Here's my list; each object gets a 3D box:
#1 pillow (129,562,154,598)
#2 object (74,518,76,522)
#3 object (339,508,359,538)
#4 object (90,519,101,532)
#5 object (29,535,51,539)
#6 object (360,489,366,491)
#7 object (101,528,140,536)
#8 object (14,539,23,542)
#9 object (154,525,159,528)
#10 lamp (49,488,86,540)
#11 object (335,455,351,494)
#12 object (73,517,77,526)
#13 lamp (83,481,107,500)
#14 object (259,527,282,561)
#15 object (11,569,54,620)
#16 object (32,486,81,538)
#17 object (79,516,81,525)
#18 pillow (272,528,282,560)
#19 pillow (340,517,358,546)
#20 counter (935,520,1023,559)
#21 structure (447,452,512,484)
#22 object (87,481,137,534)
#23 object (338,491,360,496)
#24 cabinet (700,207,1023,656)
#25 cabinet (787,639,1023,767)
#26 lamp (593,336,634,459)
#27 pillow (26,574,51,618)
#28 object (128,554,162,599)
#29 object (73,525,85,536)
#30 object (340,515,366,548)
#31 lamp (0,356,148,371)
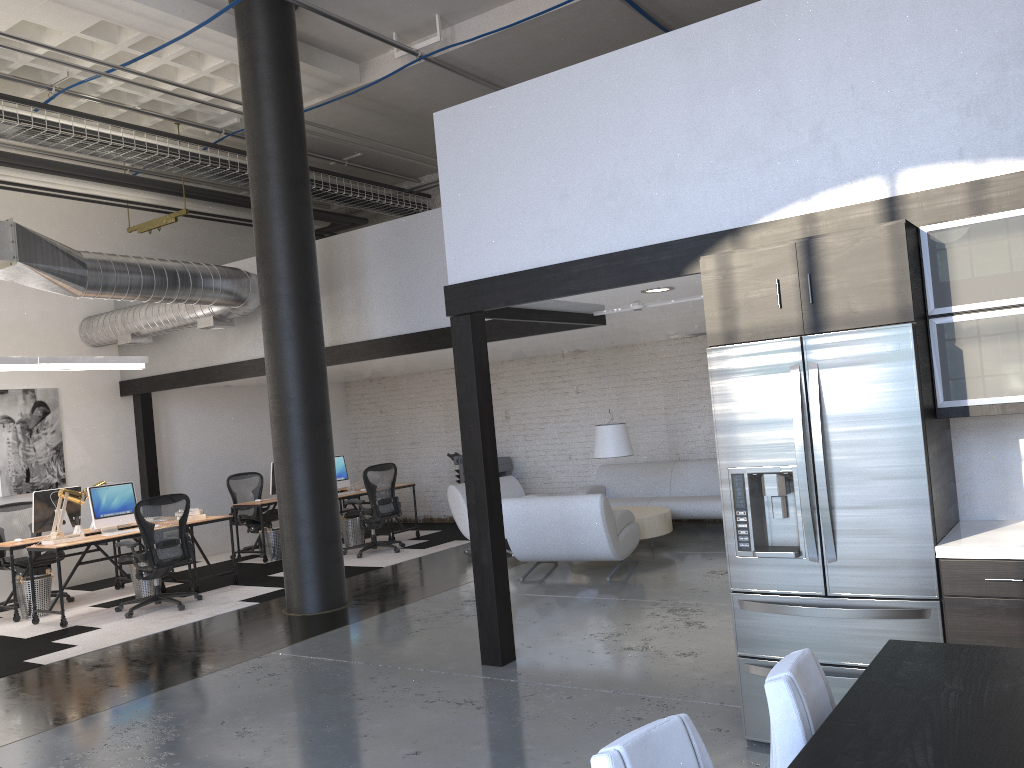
[{"bbox_3d":[-3.830,2.005,9.194,0.120,0.406,0.239,-6,-1,35],"label":"pillow"},{"bbox_3d":[-4.230,1.395,8.614,0.054,0.207,0.008,-6,-1,21],"label":"object"},{"bbox_3d":[-2.341,1.941,12.170,0.544,0.455,0.221,-6,-1,34],"label":"object"},{"bbox_3d":[-4.315,1.463,9.188,0.101,0.126,0.101,-5,-1,-11],"label":"object"},{"bbox_3d":[-4.717,1.550,9.088,0.119,0.017,0.438,-6,-2,34],"label":"object"},{"bbox_3d":[-1.908,1.357,11.374,0.106,0.029,0.059,-6,-2,35],"label":"object"},{"bbox_3d":[-3.799,1.454,8.714,0.119,0.017,0.438,-6,-2,34],"label":"object"},{"bbox_3d":[-4.908,1.553,8.821,0.106,0.029,0.059,-6,-2,35],"label":"object"},{"bbox_3d":[-3.609,1.438,8.981,0.106,0.029,0.059,-6,-2,35],"label":"object"},{"bbox_3d":[-4.203,1.218,8.398,0.126,0.470,0.344,-6,-1,34],"label":"lamp"},{"bbox_3d":[-2.287,1.161,11.257,0.190,0.485,0.483,-6,-2,34],"label":"object"},{"bbox_3d":[-4.223,1.394,8.604,0.054,0.207,0.008,-5,-1,-1],"label":"object"},{"bbox_3d":[-4.361,1.265,9.412,0.128,0.470,0.344,-6,-1,34],"label":"lamp"},{"bbox_3d":[-2.951,1.968,11.033,0.353,0.435,0.358,-6,-1,31],"label":"object"},{"bbox_3d":[-4.652,2.049,8.640,0.353,0.435,0.358,-6,-1,31],"label":"object"},{"bbox_3d":[-4.570,1.298,8.945,0.190,0.485,0.483,-6,-2,34],"label":"object"},{"bbox_3d":[-4.214,1.393,8.632,0.008,0.207,0.054,-6,-1,17],"label":"object"},{"bbox_3d":[-2.887,1.974,10.984,0.120,0.406,0.239,-6,-1,35],"label":"pillow"},{"bbox_3d":[-2.128,1.924,11.587,0.120,0.406,0.239,-6,-1,35],"label":"pillow"},{"bbox_3d":[2.225,0.608,3.488,0.920,0.047,0.676,-6,-2,34],"label":"counter"},{"bbox_3d":[-0.414,1.466,12.393,1.058,1.057,0.503,-6,-1,34],"label":"structure"},{"bbox_3d":[-3.989,1.242,8.864,0.190,0.485,0.483,-6,-2,34],"label":"object"},{"bbox_3d":[-2.097,1.373,11.107,0.119,0.017,0.438,-6,-2,34],"label":"object"},{"bbox_3d":[1.868,0.325,1.569,4.278,2.314,4.229,-6,-2,34],"label":"cabinet"},{"bbox_3d":[0.851,1.101,0.851,1.371,0.910,2.690,-6,-2,34],"label":"cabinet"},{"bbox_3d":[1.026,0.106,9.496,0.436,1.347,0.436,-4,-1,-42],"label":"lamp"},{"bbox_3d":[-4.589,2.056,8.591,0.120,0.406,0.239,-6,-1,35],"label":"pillow"},{"bbox_3d":[-3.769,1.984,9.146,0.353,0.435,0.358,-6,-1,31],"label":"object"},{"bbox_3d":[-4.212,1.435,8.616,0.101,0.126,0.101,-5,-1,-11],"label":"object"},{"bbox_3d":[-2.068,1.903,11.539,0.353,0.435,0.358,-6,-1,31],"label":"object"},{"bbox_3d":[-6.189,-1.452,6.654,0.226,2.863,7.298,-6,-2,34],"label":"lamp"}]
